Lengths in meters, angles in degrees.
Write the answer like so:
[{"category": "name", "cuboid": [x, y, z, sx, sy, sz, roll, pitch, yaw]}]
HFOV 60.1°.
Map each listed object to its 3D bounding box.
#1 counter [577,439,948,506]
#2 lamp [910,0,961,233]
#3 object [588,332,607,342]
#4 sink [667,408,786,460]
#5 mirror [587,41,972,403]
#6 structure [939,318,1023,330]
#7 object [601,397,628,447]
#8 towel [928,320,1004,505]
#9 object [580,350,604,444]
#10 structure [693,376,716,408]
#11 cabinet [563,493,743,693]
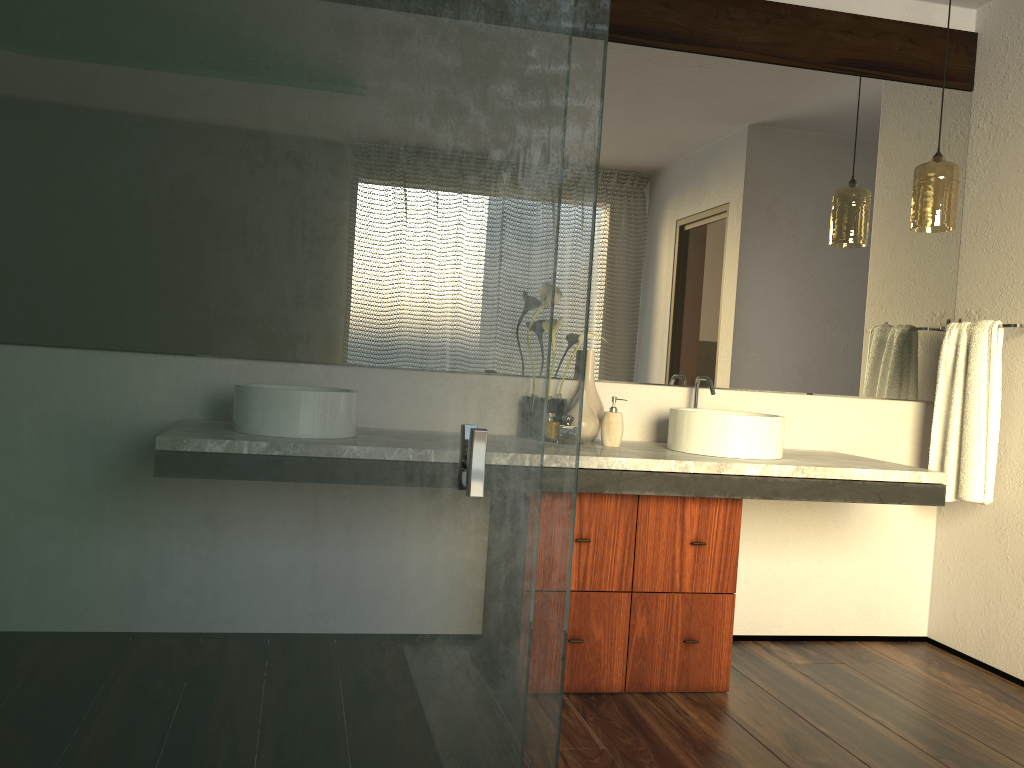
[{"category": "counter", "cuboid": [0.132, 0.238, 2.721, 2.238, 0.101, 0.593, 3, 1, -11]}, {"category": "lamp", "cuboid": [1.445, -0.953, 2.971, 0.142, 0.867, 0.136, 5, 2, 30]}, {"category": "object", "cuboid": [0.163, -0.067, 2.919, 0.238, 0.504, 0.192, 3, 2, -34]}, {"category": "sink", "cuboid": [0.683, 0.155, 2.837, 0.349, 0.131, 0.365, 3, 2, -35]}, {"category": "mirror", "cuboid": [-0.326, -0.624, 2.895, 4.041, 1.152, 0.017, 3, 1, -11]}, {"category": "structure", "cuboid": [1.640, -0.195, 3.062, 0.101, 0.088, 0.373, 3, 1, -13]}, {"category": "object", "cuboid": [0.319, 0.119, 2.806, 0.069, 0.158, 0.072, 3, 2, -29]}, {"category": "towel", "cuboid": [1.563, 0.100, 3.048, 0.162, 0.636, 0.256, 4, 1, 5]}, {"category": "object", "cuboid": [0.240, 0.039, 2.905, 0.121, 0.305, 0.237, 4, 1, 13]}, {"category": "structure", "cuboid": [0.621, 0.093, 2.992, 0.065, 0.242, 0.166, 4, 1, -10]}, {"category": "cabinet", "cuboid": [0.294, 0.594, 2.804, 0.653, 0.599, 0.517, 3, 1, -12]}]
